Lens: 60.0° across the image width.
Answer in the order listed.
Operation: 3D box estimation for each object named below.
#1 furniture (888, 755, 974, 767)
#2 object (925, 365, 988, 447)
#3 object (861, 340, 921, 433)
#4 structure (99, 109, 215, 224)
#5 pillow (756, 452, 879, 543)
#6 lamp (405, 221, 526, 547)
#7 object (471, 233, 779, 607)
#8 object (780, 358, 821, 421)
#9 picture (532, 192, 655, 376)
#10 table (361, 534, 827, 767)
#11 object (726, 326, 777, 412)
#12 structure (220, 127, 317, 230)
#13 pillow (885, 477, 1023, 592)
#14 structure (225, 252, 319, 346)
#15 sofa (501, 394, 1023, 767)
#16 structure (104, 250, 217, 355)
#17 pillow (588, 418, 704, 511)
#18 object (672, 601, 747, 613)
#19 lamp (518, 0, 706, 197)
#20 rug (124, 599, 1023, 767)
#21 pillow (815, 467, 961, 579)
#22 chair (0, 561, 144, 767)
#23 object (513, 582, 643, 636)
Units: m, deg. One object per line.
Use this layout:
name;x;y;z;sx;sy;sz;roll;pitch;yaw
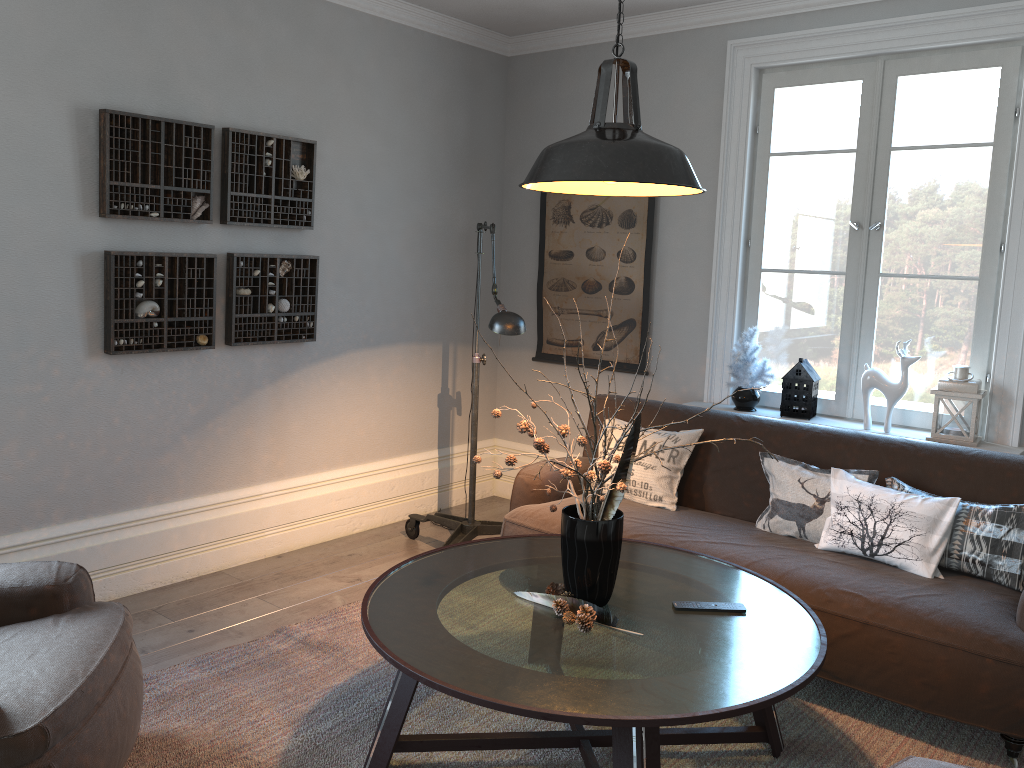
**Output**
furniture;0.941;1.055;1.672;0.583;0.439;0.574;9;10;39
object;1.878;0.080;3.735;0.193;0.321;0.193;7;9;33
object;1.638;0.010;3.852;0.239;0.409;0.128;8;10;36
structure;-1.456;-0.880;3.642;0.099;0.415;0.468;8;10;39
pillow;1.169;0.466;3.450;0.473;0.347;0.159;8;10;37
lamp;-0.095;0.034;4.421;0.797;1.643;1.865;0;8;-13
object;0.282;0.128;2.375;0.853;1.065;0.526;4;8;10
object;1.363;0.016;4.188;0.155;0.284;0.155;7;9;29
picture;0.455;-0.740;4.932;0.793;1.312;0.057;9;10;39
table;0.214;0.882;2.595;1.300;0.503;1.300;7;9;32
object;1.152;-0.085;4.344;0.247;0.423;0.263;0;8;-15
structure;-1.094;-0.924;4.037;0.105;0.415;0.468;8;10;39
pillow;1.571;0.525;3.168;0.542;0.288;0.183;9;10;40
structure;-1.109;-0.395;4.130;0.086;0.415;0.468;8;10;39
sofa;1.013;0.609;3.507;2.166;0.824;0.969;9;10;39
structure;-1.460;-0.342;3.711;0.086;0.415;0.468;8;10;39
pillow;0.576;0.355;3.988;0.519;0.368;0.240;9;10;39
object;0.570;0.643;2.564;0.207;0.011;0.051;2;8;0
lamp;0.289;-1.058;2.330;0.504;1.075;0.504;2;8;-3
rug;0.252;1.076;2.630;2.820;0.090;2.401;9;10;40
pillow;1.346;0.498;3.207;0.471;0.309;0.188;9;10;40
chair;-1.457;0.718;2.192;0.970;0.794;0.808;1;8;-9
object;0.178;0.619;2.478;0.153;0.067;0.404;-3;10;-33
